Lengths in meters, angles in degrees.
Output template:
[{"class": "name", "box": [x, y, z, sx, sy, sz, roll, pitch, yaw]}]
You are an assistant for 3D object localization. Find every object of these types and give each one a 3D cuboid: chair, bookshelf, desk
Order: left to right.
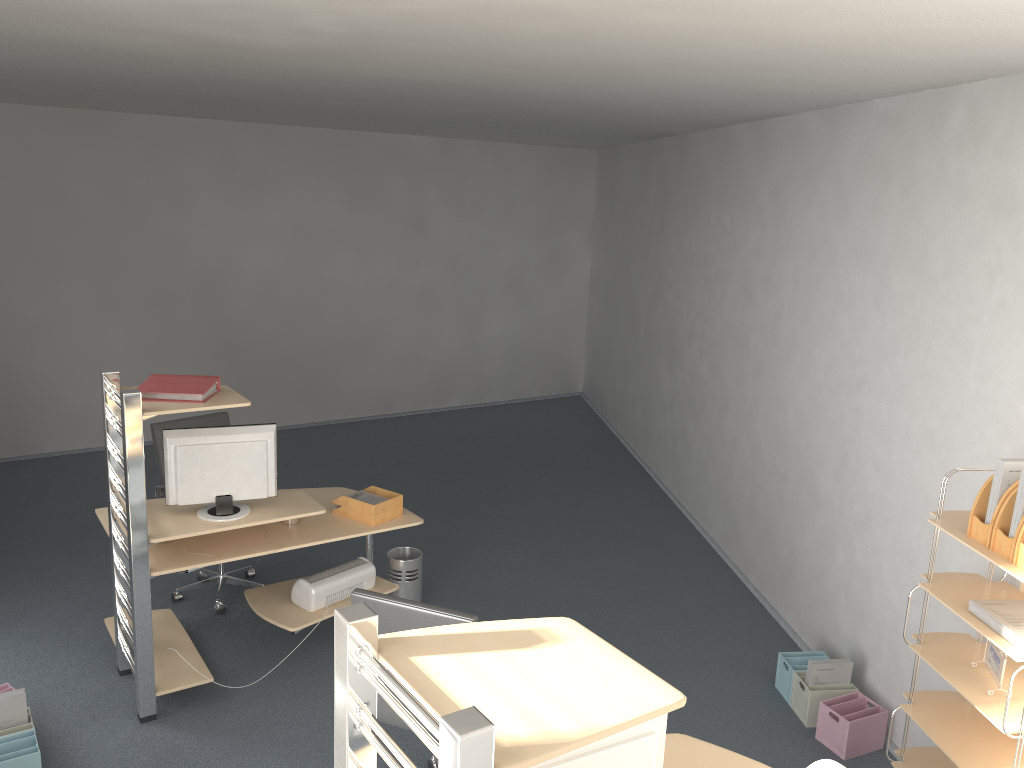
[{"class": "chair", "box": [-1.754, 0.766, 5.305, 0.652, 1.048, 0.584, 13, 16, 41]}, {"class": "desk", "box": [-1.336, 0.649, 4.712, 1.469, 1.566, 0.967, -6, 15, -34]}, {"class": "chair", "box": [-0.260, 1.224, 3.502, 0.584, 1.048, 0.652, 7, 13, 21]}, {"class": "desk", "box": [0.222, 1.208, 2.461, 1.469, 1.566, 0.967, -6, 15, -34]}, {"class": "bookshelf", "box": [1.680, 1.134, 3.094, 0.381, 1.572, 0.724, 1, 12, -7]}]

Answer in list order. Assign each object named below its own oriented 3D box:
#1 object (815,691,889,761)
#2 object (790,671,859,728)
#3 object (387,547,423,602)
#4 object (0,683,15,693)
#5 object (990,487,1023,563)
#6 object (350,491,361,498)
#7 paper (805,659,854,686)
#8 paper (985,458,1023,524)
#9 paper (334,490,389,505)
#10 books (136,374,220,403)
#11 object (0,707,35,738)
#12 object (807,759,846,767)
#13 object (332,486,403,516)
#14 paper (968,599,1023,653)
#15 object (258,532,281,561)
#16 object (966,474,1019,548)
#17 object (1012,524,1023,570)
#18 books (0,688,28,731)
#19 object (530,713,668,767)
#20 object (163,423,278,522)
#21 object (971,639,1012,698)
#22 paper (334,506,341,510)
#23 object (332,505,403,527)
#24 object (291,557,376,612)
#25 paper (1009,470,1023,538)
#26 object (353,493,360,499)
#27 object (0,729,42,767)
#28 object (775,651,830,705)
[{"class": "object", "box": [1.591, 1.603, 4.160, 0.245, 0.202, 0.185, -3, 14, -25]}, {"class": "object", "box": [1.536, 1.554, 4.375, 0.245, 0.202, 0.185, 1, 12, -8]}, {"class": "object", "box": [-0.637, 1.179, 5.245, 0.208, 0.377, 0.208, 4, 12, 9]}, {"class": "object", "box": [-2.302, 1.489, 3.907, 0.185, 0.202, 0.245, 12, 15, 37]}, {"class": "object", "box": [1.721, 0.438, 2.883, 0.243, 0.259, 0.113, 1, 12, -7]}, {"class": "object", "box": [-0.864, 0.611, 4.845, 0.008, 0.009, 0.159, 7, 13, 19]}, {"class": "paper", "box": [1.540, 1.489, 4.345, 0.220, 0.306, 0.068, 1, 12, -7]}, {"class": "paper", "box": [1.709, 0.396, 2.979, 0.213, 0.297, 0.045, 1, 12, -9]}, {"class": "paper", "box": [-0.781, 0.635, 4.790, 0.297, 0.010, 0.210, 11, 15, 34]}, {"class": "books", "box": [-1.560, 0.018, 4.135, 0.320, 0.072, 0.262, 2, 12, -2]}, {"class": "object", "box": [-2.154, 1.532, 3.741, 0.245, 0.202, 0.185, -6, 15, -33]}, {"class": "object", "box": [0.738, 1.187, 2.514, 0.438, 0.162, 0.351, -9, 17, -41]}, {"class": "object", "box": [-0.779, 0.619, 4.786, 0.309, 0.060, 0.225, 11, 15, 34]}, {"class": "paper", "box": [1.693, 0.797, 2.921, 0.213, 0.046, 0.297, 1, 12, -7]}, {"class": "object", "box": [-1.316, 0.736, 4.601, 0.478, 0.082, 0.814, -4, 14, -26]}, {"class": "object", "box": [1.704, 0.411, 3.002, 0.243, 0.259, 0.113, 1, 12, -9]}, {"class": "object", "box": [1.729, 0.464, 2.761, 0.243, 0.259, 0.113, 2, 12, -4]}, {"class": "books", "box": [-2.159, 1.460, 3.738, 0.220, 0.306, 0.068, -6, 15, -33]}, {"class": "object", "box": [0.151, 0.976, 2.020, 0.516, 0.418, 0.245, -2, 13, -19]}, {"class": "object", "box": [-1.397, 0.421, 4.251, 0.516, 0.418, 0.245, 0, 13, -12]}, {"class": "object", "box": [1.665, 0.955, 3.061, 0.077, 0.161, 0.192, 5, 13, 11]}, {"class": "paper", "box": [-0.783, 0.686, 4.801, 0.297, 0.019, 0.210, 11, 15, 34]}, {"class": "object", "box": [-0.782, 0.674, 4.798, 0.309, 0.060, 0.225, 11, 15, 34]}, {"class": "object", "box": [-1.020, 1.060, 4.855, 0.351, 0.162, 0.438, 13, 16, 39]}, {"class": "paper", "box": [1.725, 0.423, 2.859, 0.213, 0.297, 0.045, 1, 12, -7]}, {"class": "object", "box": [-0.852, 0.617, 4.818, 0.008, 0.009, 0.159, 5, 13, 11]}, {"class": "object", "box": [-2.051, 1.569, 3.591, 0.245, 0.202, 0.185, -6, 15, -33]}, {"class": "object", "box": [1.512, 1.514, 4.554, 0.245, 0.202, 0.185, 1, 12, -8]}]
